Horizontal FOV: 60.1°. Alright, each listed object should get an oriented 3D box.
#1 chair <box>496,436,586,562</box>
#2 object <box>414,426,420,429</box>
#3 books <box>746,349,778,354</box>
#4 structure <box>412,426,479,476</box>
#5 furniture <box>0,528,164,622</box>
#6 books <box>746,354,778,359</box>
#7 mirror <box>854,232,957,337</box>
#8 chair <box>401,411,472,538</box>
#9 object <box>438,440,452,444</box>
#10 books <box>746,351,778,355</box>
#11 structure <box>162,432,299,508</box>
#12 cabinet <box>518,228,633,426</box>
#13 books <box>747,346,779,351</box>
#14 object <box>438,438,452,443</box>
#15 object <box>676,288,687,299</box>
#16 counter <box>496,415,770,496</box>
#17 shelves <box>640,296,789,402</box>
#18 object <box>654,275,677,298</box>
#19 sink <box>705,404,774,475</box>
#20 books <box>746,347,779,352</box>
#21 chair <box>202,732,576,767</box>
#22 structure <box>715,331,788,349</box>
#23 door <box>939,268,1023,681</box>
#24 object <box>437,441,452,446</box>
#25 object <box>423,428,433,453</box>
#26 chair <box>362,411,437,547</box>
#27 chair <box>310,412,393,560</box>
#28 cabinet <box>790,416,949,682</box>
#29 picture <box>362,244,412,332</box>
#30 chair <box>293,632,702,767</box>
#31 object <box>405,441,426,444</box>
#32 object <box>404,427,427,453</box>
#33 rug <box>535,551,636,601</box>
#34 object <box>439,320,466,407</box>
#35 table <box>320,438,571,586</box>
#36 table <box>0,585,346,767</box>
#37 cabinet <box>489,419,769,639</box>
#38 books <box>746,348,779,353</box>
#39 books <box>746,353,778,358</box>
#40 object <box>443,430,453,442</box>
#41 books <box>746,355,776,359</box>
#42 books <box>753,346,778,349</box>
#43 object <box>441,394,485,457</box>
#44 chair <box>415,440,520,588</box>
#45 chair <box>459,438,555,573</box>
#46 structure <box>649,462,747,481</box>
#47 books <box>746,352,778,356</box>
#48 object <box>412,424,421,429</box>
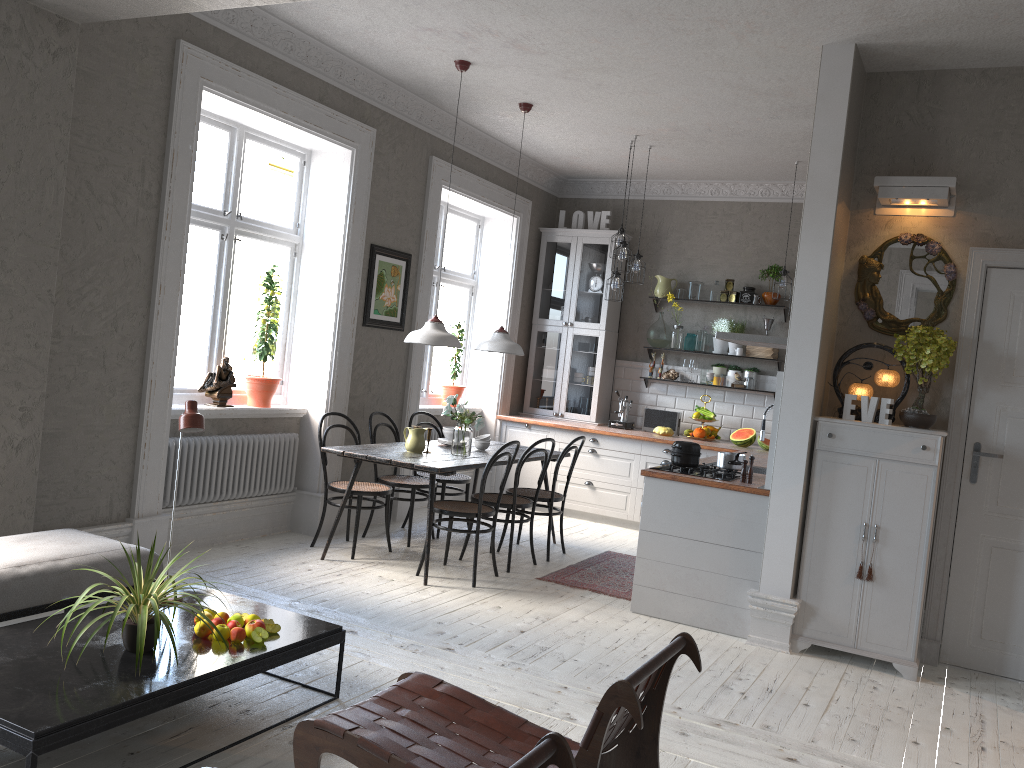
[{"bbox_3d":[0.222,0.807,6.570,0.540,0.920,0.445,7,2,24],"label":"chair"},{"bbox_3d":[-0.654,0.367,6.070,0.063,0.172,0.061,5,2,-42],"label":"object"},{"bbox_3d":[2.328,-0.301,8.241,0.256,0.011,0.160,7,2,29],"label":"books"},{"bbox_3d":[-0.645,0.603,8.091,0.146,0.428,1.243,7,2,26],"label":"structure"},{"bbox_3d":[-1.964,0.880,3.593,0.573,0.476,0.842,7,2,27],"label":"furniture"},{"bbox_3d":[2.324,-0.258,8.242,0.256,0.011,0.161,7,2,33],"label":"books"},{"bbox_3d":[2.218,-0.563,5.006,0.524,0.593,0.072,7,2,26],"label":"mirror"},{"bbox_3d":[-0.575,0.706,7.010,0.538,0.920,0.447,8,2,39],"label":"chair"},{"bbox_3d":[-0.434,0.438,6.571,0.238,0.027,0.236,6,2,-5],"label":"object"},{"bbox_3d":[2.327,-0.290,8.241,0.256,0.011,0.161,7,2,33],"label":"books"},{"bbox_3d":[-1.842,0.545,5.808,0.146,0.428,1.243,7,2,26],"label":"structure"},{"bbox_3d":[0.639,-0.566,8.916,0.865,1.920,0.394,7,2,26],"label":"cabinet"},{"bbox_3d":[2.332,-0.333,8.240,0.256,0.016,0.161,8,2,36],"label":"books"},{"bbox_3d":[-0.433,0.430,6.571,0.242,0.027,0.232,5,2,-40],"label":"object"},{"bbox_3d":[1.643,-0.867,8.589,0.101,0.111,0.105,7,2,27],"label":"object"},{"bbox_3d":[0.857,0.473,7.128,3.108,0.039,3.448,7,2,27],"label":"counter"},{"bbox_3d":[1.910,-0.320,8.440,1.294,0.923,0.232,7,2,26],"label":"shelves"},{"bbox_3d":[1.482,-0.939,8.605,0.187,0.216,0.177,8,2,41],"label":"object"},{"bbox_3d":[1.623,0.467,6.013,0.519,0.720,0.494,7,2,27],"label":"sink"},{"bbox_3d":[2.331,-0.322,8.240,0.255,0.016,0.161,8,2,39],"label":"books"},{"bbox_3d":[-0.451,0.990,1.718,1.000,0.720,0.516,7,2,26],"label":"chair"},{"bbox_3d":[1.983,-1.061,6.327,0.701,1.595,0.724,7,2,27],"label":"structure"},{"bbox_3d":[2.804,0.491,4.696,0.739,2.182,0.081,7,2,26],"label":"door"},{"bbox_3d":[-0.435,0.447,6.571,0.232,0.027,0.242,8,3,45],"label":"object"},{"bbox_3d":[-0.563,0.382,5.984,0.058,0.167,0.060,8,2,40],"label":"object"},{"bbox_3d":[-0.820,0.693,6.579,0.540,0.920,0.445,7,2,24],"label":"chair"},{"bbox_3d":[-1.080,0.681,6.077,0.538,0.920,0.446,7,2,34],"label":"chair"},{"bbox_3d":[1.948,0.860,4.847,0.655,1.297,0.390,7,2,27],"label":"cabinet"},{"bbox_3d":[-0.954,-0.731,6.831,0.019,0.619,0.530,7,2,28],"label":"picture"},{"bbox_3d":[-0.047,1.009,2.490,1.000,0.720,0.516,7,2,26],"label":"chair"},{"bbox_3d":[-0.692,0.381,6.442,0.138,0.112,0.140,6,2,9],"label":"object"},{"bbox_3d":[-0.651,0.372,5.933,0.151,0.170,0.134,6,2,-12],"label":"object"},{"bbox_3d":[0.769,1.330,6.230,0.724,0.014,1.311,7,2,27],"label":"rug"},{"bbox_3d":[-0.538,-0.194,8.340,0.265,0.813,0.255,5,2,-36],"label":"object"},{"bbox_3d":[-0.417,0.838,6.352,0.889,0.735,1.952,7,2,27],"label":"table"},{"bbox_3d":[-1.360,1.059,3.147,0.835,0.303,1.332,7,2,27],"label":"table"},{"bbox_3d":[1.279,0.934,7.075,2.012,0.854,4.145,6,2,-16],"label":"cabinet"},{"bbox_3d":[2.330,-0.311,8.240,0.256,0.011,0.161,7,2,33],"label":"books"},{"bbox_3d":[2.325,-0.268,8.242,0.255,0.016,0.161,8,2,39],"label":"books"},{"bbox_3d":[-0.430,0.394,6.570,0.177,0.094,0.182,7,2,18],"label":"object"},{"bbox_3d":[2.322,-0.246,8.242,0.256,0.011,0.160,7,2,29],"label":"books"},{"bbox_3d":[2.333,-0.343,8.240,0.256,0.011,0.161,7,2,33],"label":"books"},{"bbox_3d":[-0.332,0.281,6.010,0.307,0.414,0.255,7,2,25],"label":"object"},{"bbox_3d":[-0.271,0.782,5.659,0.540,0.920,0.445,7,2,24],"label":"chair"},{"bbox_3d":[-0.022,0.794,6.142,0.538,0.920,0.446,7,2,34],"label":"chair"},{"bbox_3d":[1.183,0.528,5.495,0.488,0.031,0.616,7,2,27],"label":"structure"},{"bbox_3d":[2.326,-0.279,8.241,0.256,0.016,0.161,8,2,36],"label":"books"},{"bbox_3d":[-0.673,0.362,6.161,0.095,0.172,0.096,6,2,8],"label":"object"}]
